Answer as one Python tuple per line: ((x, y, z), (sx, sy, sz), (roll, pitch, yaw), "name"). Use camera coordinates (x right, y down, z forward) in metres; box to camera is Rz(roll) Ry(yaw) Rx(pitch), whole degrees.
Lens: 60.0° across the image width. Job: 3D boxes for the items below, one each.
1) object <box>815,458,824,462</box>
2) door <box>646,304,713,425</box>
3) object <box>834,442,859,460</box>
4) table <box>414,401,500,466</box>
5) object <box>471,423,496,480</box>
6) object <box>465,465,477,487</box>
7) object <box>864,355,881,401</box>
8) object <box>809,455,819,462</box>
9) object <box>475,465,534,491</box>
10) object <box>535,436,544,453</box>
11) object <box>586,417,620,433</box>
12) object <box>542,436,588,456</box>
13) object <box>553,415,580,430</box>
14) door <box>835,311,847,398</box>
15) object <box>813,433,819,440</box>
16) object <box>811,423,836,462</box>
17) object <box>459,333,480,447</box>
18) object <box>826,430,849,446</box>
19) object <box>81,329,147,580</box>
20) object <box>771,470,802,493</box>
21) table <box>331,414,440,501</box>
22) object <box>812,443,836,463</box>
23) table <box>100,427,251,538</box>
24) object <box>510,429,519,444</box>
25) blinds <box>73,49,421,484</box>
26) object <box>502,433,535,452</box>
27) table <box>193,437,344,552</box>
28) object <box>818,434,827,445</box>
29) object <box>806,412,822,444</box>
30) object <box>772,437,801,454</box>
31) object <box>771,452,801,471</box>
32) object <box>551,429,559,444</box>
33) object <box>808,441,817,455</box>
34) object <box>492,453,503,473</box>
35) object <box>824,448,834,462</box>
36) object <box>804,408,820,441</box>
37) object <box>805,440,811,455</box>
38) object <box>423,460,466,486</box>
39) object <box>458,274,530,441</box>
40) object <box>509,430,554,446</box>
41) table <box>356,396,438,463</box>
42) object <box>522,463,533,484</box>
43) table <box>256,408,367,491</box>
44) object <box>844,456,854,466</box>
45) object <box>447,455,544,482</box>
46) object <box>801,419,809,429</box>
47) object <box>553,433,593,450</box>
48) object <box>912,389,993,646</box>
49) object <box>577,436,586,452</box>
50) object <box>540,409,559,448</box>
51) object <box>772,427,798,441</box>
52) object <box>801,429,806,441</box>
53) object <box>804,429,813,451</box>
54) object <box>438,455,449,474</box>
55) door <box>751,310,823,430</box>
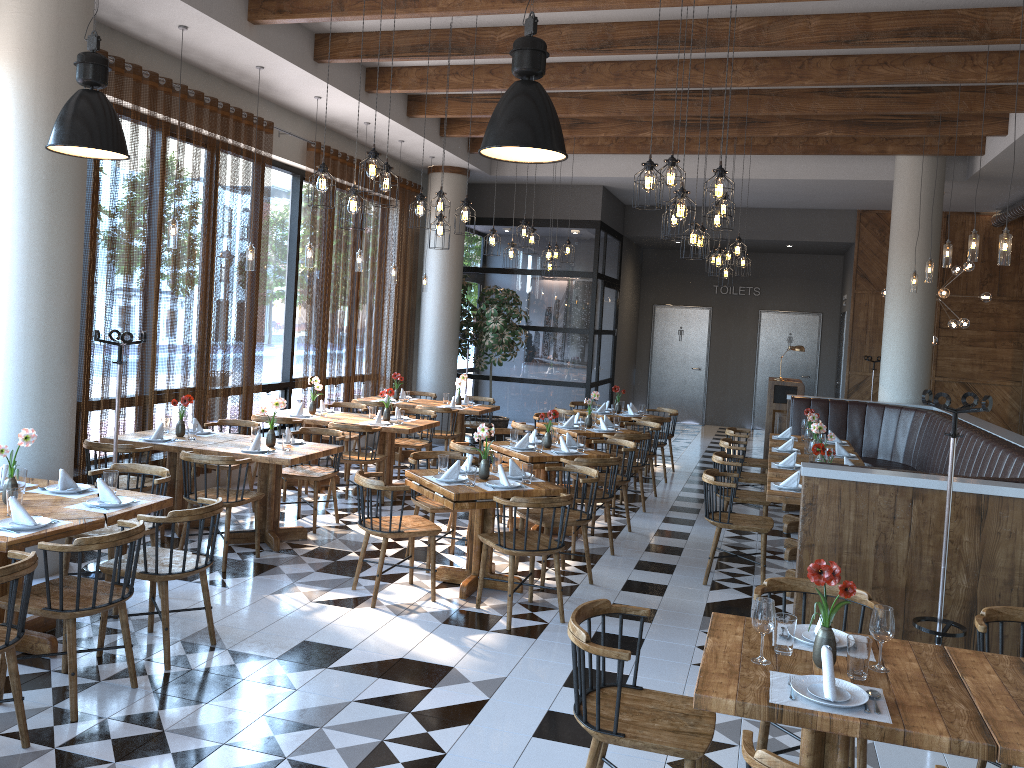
((2.332, 0.673, 6.736), (0.081, 0.215, 0.081), (4, 2, 25), "object")
((3.411, -0.410, 18.131), (1.207, 2.391, 0.114), (4, 2, 16), "door")
((3.207, 0.631, 8.581), (0.272, 0.137, 0.352), (4, 4, 16), "object")
((-0.704, 0.656, 11.263), (0.851, 0.763, 0.851), (4, 3, 16), "table")
((-0.201, 0.467, 6.194), (0.207, 0.399, 0.146), (5, 3, 36), "object")
((-0.276, 0.616, 5.928), (0.080, 0.132, 0.080), (3, 2, -9), "object")
((5.862, 0.370, 14.464), (0.375, 1.656, 0.374), (5, 2, 39), "object")
((2.550, 0.672, 7.498), (0.080, 0.132, 0.080), (4, 3, 21), "object")
((-0.060, 0.622, 5.988), (0.352, 0.137, 0.273), (1, 4, -28), "object")
((0.233, 0.523, 7.646), (0.080, 0.132, 0.080), (5, 3, 31), "object")
((0.981, 0.432, 9.494), (0.352, 0.137, 0.273), (1, 4, -28), "object")
((0.453, 0.529, 7.707), (0.352, 0.137, 0.273), (1, 4, -28), "object")
((0.617, 0.403, 9.598), (0.271, 0.137, 0.353), (1, 4, -28), "object")
((5.947, -0.116, 16.146), (0.114, 2.391, 1.207), (4, 2, 16), "door")
((3.372, 0.554, 9.826), (0.080, 0.132, 0.080), (4, 2, 16), "object")
((2.664, 0.537, 7.614), (0.207, 0.399, 0.146), (4, 2, 19), "object")
((-0.672, 0.091, 12.916), (0.375, 1.656, 0.374), (5, 2, 39), "object")
((3.520, 0.574, 9.635), (0.272, 0.137, 0.352), (4, 4, 16), "object")
((-2.708, 0.463, 6.048), (0.374, 1.656, 0.375), (3, 2, -1), "object")
((2.072, 0.706, 6.599), (0.272, 0.137, 0.352), (4, 4, 16), "object")
((-1.317, 0.768, 9.196), (0.851, 0.763, 0.851), (4, 3, 16), "table")
((2.299, 0.614, 6.554), (0.171, 0.355, 0.156), (4, 2, 19), "object")
((-2.763, 0.816, 7.328), (0.851, 0.763, 0.851), (4, 3, 16), "table")
((0.017, 0.483, 8.030), (0.080, 0.132, 0.080), (4, 3, 21), "object")
((-2.521, -0.984, 9.788), (0.160, 3.575, 7.273), (4, 4, 16), "blinds")
((0.090, 0.500, 7.811), (0.271, 0.137, 0.353), (1, 4, -28), "object")
((-1.943, 0.882, 7.086), (0.851, 0.763, 0.851), (4, 3, 16), "table")
((2.960, 0.586, 8.466), (0.081, 0.215, 0.081), (2, 3, -43), "object")
((2.951, 0.478, 8.674), (0.146, 0.399, 0.206), (4, 2, 24), "object")
((2.707, 0.590, 8.739), (0.272, 0.137, 0.352), (4, 4, 16), "object")
((2.392, 0.648, 7.676), (0.272, 0.137, 0.352), (4, 4, 16), "object")
((0.398, 0.490, 8.240), (0.080, 0.132, 0.080), (4, 3, 21), "object")
((2.652, 0.614, 7.813), (0.081, 0.215, 0.081), (3, 2, -20), "object")
((-0.111, 0.583, 6.522), (0.080, 0.132, 0.080), (3, 2, -19), "object")
((2.647, 0.643, 7.411), (0.081, 0.215, 0.081), (3, 2, -20), "object")
((3.280, 0.444, 9.724), (0.156, 0.355, 0.171), (4, 2, 10), "object")
((2.870, 0.614, 8.578), (0.080, 0.132, 0.080), (3, 2, 1), "object")
((-0.423, 0.593, 6.092), (0.271, 0.137, 0.353), (1, 4, -28), "object")
((-0.576, -0.428, 13.695), (1.634, 2.589, 1.382), (3, 2, 0), "object")
((0.191, 0.480, 8.175), (0.352, 0.137, 0.273), (1, 4, -28), "object")
((-1.523, 0.589, 11.505), (0.851, 0.763, 0.851), (4, 3, 16), "table")
((0.105, 0.623, 6.149), (0.080, 0.132, 0.080), (3, 2, -19), "object")
((-2.136, 0.701, 9.439), (0.851, 0.763, 0.851), (4, 3, 16), "table")
((2.892, 0.689, 7.519), (0.272, 0.137, 0.352), (4, 4, 16), "object")
((-0.149, 0.589, 6.377), (0.581, 0.137, 0.579), (1, 5, -29), "object")
((3.271, 0.501, 9.900), (0.081, 0.215, 0.081), (4, 2, 8), "object")
((0.555, 0.509, 8.071), (0.271, 0.137, 0.353), (1, 4, -28), "object")
((2.199, 0.868, 4.500), (0.374, 1.656, 0.375), (3, 2, -6), "object")
((0.614, 0.530, 7.867), (0.080, 0.132, 0.080), (4, 3, 21), "object")
((0.331, 0.399, 7.900), (0.156, 0.355, 0.171), (3, 2, -18), "object")
((3.020, 0.533, 9.792), (0.272, 0.137, 0.352), (4, 4, 16), "object")
((3.184, 0.557, 9.637), (0.080, 0.132, 0.080), (3, 2, 1), "object")
((2.957, 0.558, 8.841), (0.081, 0.215, 0.081), (4, 2, 8), "object")
((-0.492, 0.576, 6.313), (0.080, 0.132, 0.080), (3, 2, -9), "object")
((5.433, -0.246, 17.532), (1.207, 2.391, 0.114), (4, 2, 16), "door")
